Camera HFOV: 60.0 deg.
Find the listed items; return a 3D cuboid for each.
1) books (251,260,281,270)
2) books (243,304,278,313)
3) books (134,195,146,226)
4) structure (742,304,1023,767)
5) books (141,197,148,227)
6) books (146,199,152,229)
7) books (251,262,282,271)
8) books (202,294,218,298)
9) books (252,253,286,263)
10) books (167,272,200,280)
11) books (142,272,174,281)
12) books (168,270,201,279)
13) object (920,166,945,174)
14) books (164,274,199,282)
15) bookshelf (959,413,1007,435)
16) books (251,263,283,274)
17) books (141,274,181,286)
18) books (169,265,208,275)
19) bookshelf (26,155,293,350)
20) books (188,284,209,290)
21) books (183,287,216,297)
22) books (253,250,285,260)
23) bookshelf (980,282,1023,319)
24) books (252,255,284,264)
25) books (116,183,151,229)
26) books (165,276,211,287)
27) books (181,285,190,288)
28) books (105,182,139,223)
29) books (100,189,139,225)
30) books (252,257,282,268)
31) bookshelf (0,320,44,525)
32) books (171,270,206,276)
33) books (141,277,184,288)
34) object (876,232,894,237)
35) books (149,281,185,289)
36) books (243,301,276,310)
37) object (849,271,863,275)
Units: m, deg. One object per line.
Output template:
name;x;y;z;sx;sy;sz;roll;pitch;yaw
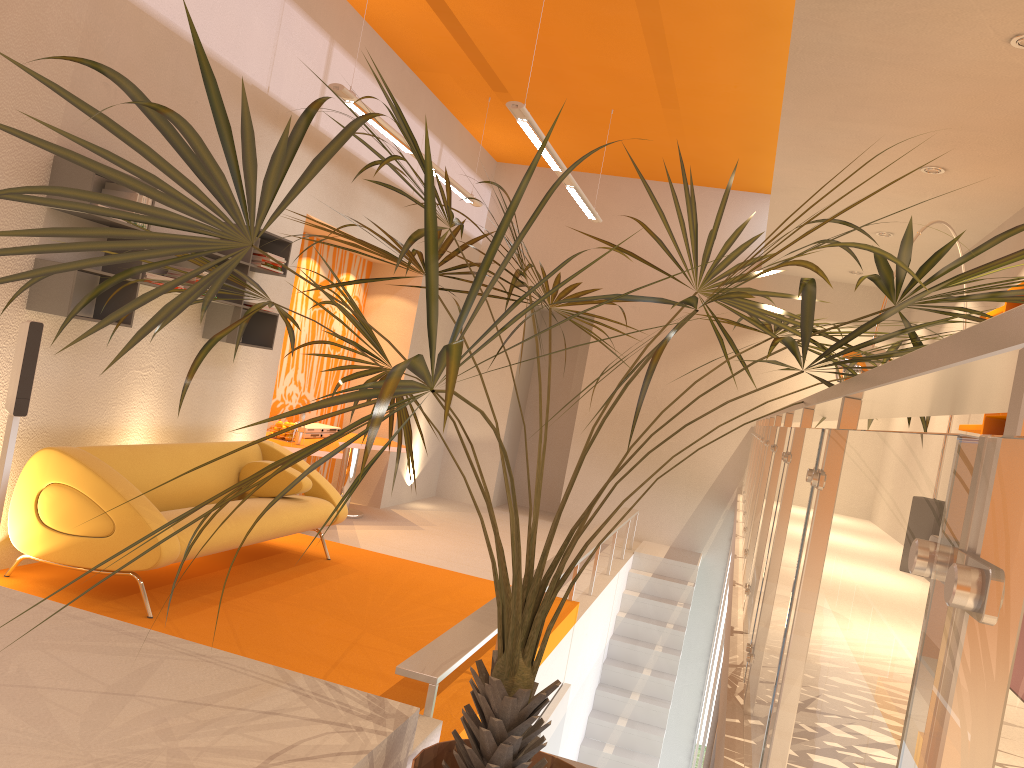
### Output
books;-1.737;-0.830;6.128;0.190;0.015;0.254;11;0;11
books;-1.780;-0.530;6.120;0.254;0.015;0.190;11;0;21
books;-2.106;-0.950;4.809;0.230;0.169;0.027;11;0;15
structure;1.437;0.605;4.883;0.195;0.900;11.050;11;0;15
books;-2.107;-0.950;4.838;0.230;0.169;0.027;11;0;15
books;-2.090;-0.976;4.877;0.230;0.227;0.017;11;0;15
books;-1.741;-0.817;6.119;0.190;0.011;0.268;11;0;16
books;-1.979;-0.564;5.466;0.210;0.013;0.297;11;0;10
books;-1.718;-0.874;6.112;0.254;0.015;0.190;11;0;21
books;-1.965;-0.646;5.462;0.190;0.011;0.268;11;0;11
books;-2.059;-0.620;5.111;0.190;0.015;0.254;11;0;31
books;-1.963;-0.659;5.452;0.190;0.015;0.254;11;0;6
object;2.666;-1.372;5.611;0.143;0.059;0.143;10;0;-13
books;-1.966;-0.634;5.466;0.210;0.013;0.297;11;0;10
bookshelf;2.862;0.275;5.176;0.220;0.220;1.150;11;0;15
books;-1.745;-0.806;6.115;0.210;0.013;0.297;11;0;15
books;-2.068;-0.606;5.105;0.190;0.015;0.254;11;0;26
books;-1.965;-0.691;5.464;0.230;0.017;0.226;11;0;5
bookshelf;-2.007;-0.696;5.398;0.252;0.790;2.000;11;0;15
books;-1.969;-0.603;5.459;0.190;0.015;0.254;11;0;11
books;-1.978;-0.576;5.462;0.190;0.011;0.268;11;0;11
books;-1.722;-0.891;6.101;0.226;0.017;0.230;11;0;15
bookshelf;2.992;-0.427;5.174;0.220;0.220;1.150;11;0;15
books;-1.725;-0.859;6.115;0.230;0.017;0.226;11;0;10
books;-2.088;-0.976;4.857;0.230;0.227;0.017;11;0;15
books;-1.978;-0.621;5.464;0.230;0.017;0.226;11;0;5
books;-1.976;-0.589;5.452;0.190;0.015;0.254;11;0;6
books;-2.120;-0.973;4.789;0.207;0.210;0.021;11;0;15
books;-2.118;-0.952;4.756;0.230;0.169;0.023;11;0;15
books;-1.739;-0.846;6.122;0.190;0.015;0.254;11;0;16
bookshelf;-2.828;-0.154;2.608;0.322;2.145;3.370;11;0;17
books;-1.956;-0.673;5.459;0.190;0.015;0.254;11;0;11
books;-2.067;-0.592;5.115;0.190;0.011;0.268;11;0;31
object;3.154;-1.284;7.497;0.143;0.059;0.143;10;0;-13
books;-2.067;-0.580;5.118;0.210;0.013;0.297;11;0;30
books;-1.784;-0.547;6.109;0.226;0.017;0.230;11;0;15
object;3.642;-1.197;9.384;0.143;0.059;0.143;10;0;-13
